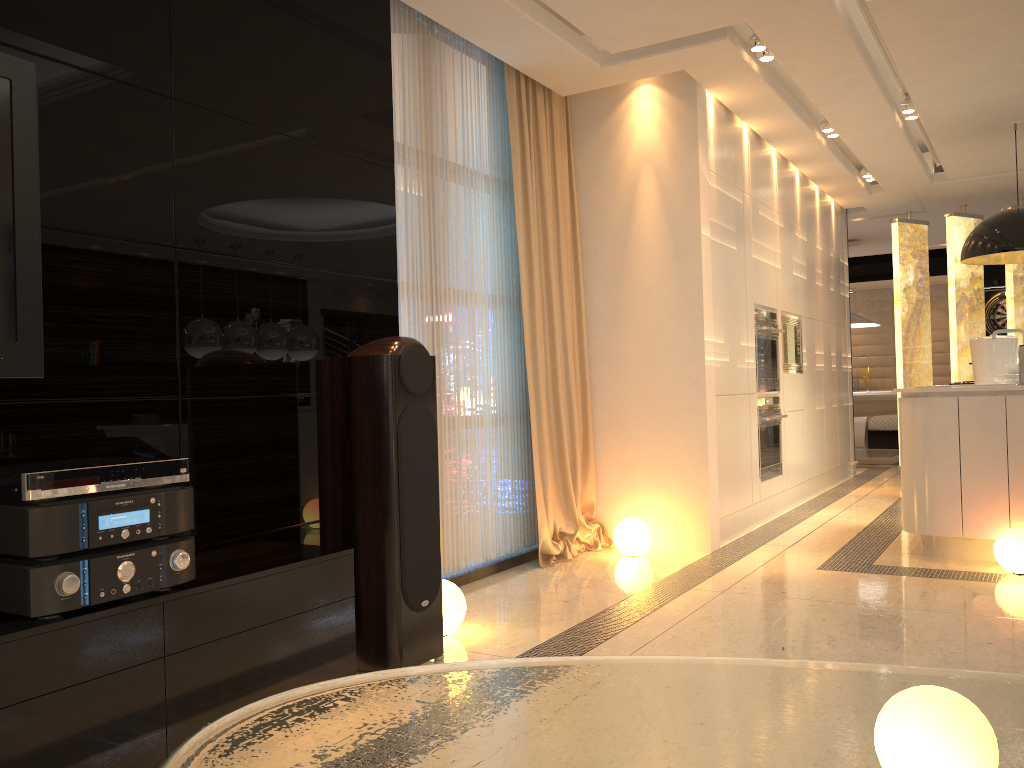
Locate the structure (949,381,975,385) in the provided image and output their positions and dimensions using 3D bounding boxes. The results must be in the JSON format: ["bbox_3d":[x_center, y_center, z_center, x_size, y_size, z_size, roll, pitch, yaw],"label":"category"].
[{"bbox_3d":[3.765,-0.014,7.005,0.502,0.026,0.811,-2,-1,31],"label":"structure"}]

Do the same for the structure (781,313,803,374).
[{"bbox_3d":[1.967,-0.299,6.934,0.446,0.450,0.659,-2,-1,31],"label":"structure"}]

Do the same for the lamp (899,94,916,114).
[{"bbox_3d":[2.566,-1.819,5.747,0.107,0.127,0.107,-2,-1,12],"label":"lamp"}]

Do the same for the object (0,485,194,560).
[{"bbox_3d":[-1.092,0.336,2.218,0.407,0.130,0.446,-2,-1,31],"label":"object"}]

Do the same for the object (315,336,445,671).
[{"bbox_3d":[-0.501,0.404,3.103,0.468,1.127,0.285,-2,-1,31],"label":"object"}]

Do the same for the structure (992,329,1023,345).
[{"bbox_3d":[2.755,-0.150,4.902,0.177,0.310,0.089,-2,-1,31],"label":"structure"}]

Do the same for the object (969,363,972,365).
[{"bbox_3d":[3.785,-0.101,6.992,0.253,0.147,0.266,-1,-1,-16],"label":"object"}]

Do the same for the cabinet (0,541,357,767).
[{"bbox_3d":[-1.400,0.757,1.692,0.416,0.444,2.842,-2,-1,31],"label":"cabinet"}]

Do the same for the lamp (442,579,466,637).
[{"bbox_3d":[-0.283,0.858,3.403,0.212,0.214,0.213,-2,-1,-9],"label":"lamp"}]

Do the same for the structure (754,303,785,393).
[{"bbox_3d":[1.577,-0.235,6.299,0.595,0.597,0.609,-2,-1,31],"label":"structure"}]

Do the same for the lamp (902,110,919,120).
[{"bbox_3d":[2.650,-1.820,5.888,0.107,0.127,0.107,-2,-1,12],"label":"lamp"}]

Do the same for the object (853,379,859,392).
[{"bbox_3d":[5.087,0.195,13.341,0.247,0.522,0.124,-2,-1,31],"label":"object"}]

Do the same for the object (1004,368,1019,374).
[{"bbox_3d":[3.191,-0.073,5.616,0.138,0.051,0.138,-2,-1,-11],"label":"object"}]

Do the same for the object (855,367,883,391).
[{"bbox_3d":[5.305,0.095,13.151,0.390,0.718,0.388,-2,-1,22],"label":"object"}]

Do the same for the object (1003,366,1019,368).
[{"bbox_3d":[3.190,-0.085,5.616,0.138,0.051,0.138,-2,-1,-11],"label":"object"}]

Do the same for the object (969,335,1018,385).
[{"bbox_3d":[3.229,-0.162,5.938,0.288,0.330,0.288,-1,-1,-42],"label":"object"}]

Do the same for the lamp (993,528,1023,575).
[{"bbox_3d":[2.395,0.788,4.188,0.212,0.214,0.213,-2,-1,-9],"label":"lamp"}]

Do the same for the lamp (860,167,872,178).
[{"bbox_3d":[3.008,-1.814,7.512,0.107,0.127,0.107,-2,-1,12],"label":"lamp"}]

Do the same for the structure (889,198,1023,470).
[{"bbox_3d":[4.659,-0.408,8.039,2.180,2.555,0.448,-2,-1,31],"label":"structure"}]

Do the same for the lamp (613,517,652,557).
[{"bbox_3d":[0.670,0.846,4.920,0.212,0.214,0.213,-2,-1,-9],"label":"lamp"}]

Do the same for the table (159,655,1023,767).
[{"bbox_3d":[0.630,0.608,0.442,2.140,0.565,0.999,-2,-1,30],"label":"table"}]

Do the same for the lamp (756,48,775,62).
[{"bbox_3d":[1.362,-1.795,4.745,0.107,0.127,0.107,-2,-1,19],"label":"lamp"}]

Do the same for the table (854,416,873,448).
[{"bbox_3d":[4.973,0.684,12.988,0.608,0.457,1.143,-2,-1,31],"label":"table"}]

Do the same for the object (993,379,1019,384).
[{"bbox_3d":[3.192,-0.016,5.615,0.264,0.033,0.264,-2,-1,0],"label":"object"}]

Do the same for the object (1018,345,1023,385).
[{"bbox_3d":[2.706,-0.105,4.667,0.071,0.219,0.071,-2,-1,22],"label":"object"}]

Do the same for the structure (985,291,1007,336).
[{"bbox_3d":[6.433,-0.878,11.447,0.669,0.669,0.048,-2,-1,31],"label":"structure"}]

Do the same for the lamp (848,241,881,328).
[{"bbox_3d":[3.647,-1.176,10.889,1.578,0.995,0.939,-2,-1,31],"label":"lamp"}]

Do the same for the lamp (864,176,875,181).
[{"bbox_3d":[3.092,-1.815,7.653,0.107,0.127,0.107,-2,-1,27],"label":"lamp"}]

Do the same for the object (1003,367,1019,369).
[{"bbox_3d":[3.190,-0.079,5.616,0.138,0.051,0.138,-2,-1,-11],"label":"object"}]

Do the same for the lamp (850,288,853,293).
[{"bbox_3d":[5.031,-1.420,13.215,0.107,0.127,0.107,-2,-1,12],"label":"lamp"}]

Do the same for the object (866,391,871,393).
[{"bbox_3d":[4.233,0.109,10.535,0.057,0.057,0.057,-2,-1,0],"label":"object"}]

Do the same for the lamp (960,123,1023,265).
[{"bbox_3d":[3.377,-1.294,5.923,0.710,0.898,0.710,-2,-1,41],"label":"lamp"}]

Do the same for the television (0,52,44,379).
[{"bbox_3d":[-1.618,-0.429,1.780,0.055,0.839,1.358,-2,-1,31],"label":"television"}]

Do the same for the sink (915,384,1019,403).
[{"bbox_3d":[2.595,0.083,5.029,0.485,0.152,0.738,-2,-1,31],"label":"sink"}]

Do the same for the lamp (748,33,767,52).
[{"bbox_3d":[1.278,-1.794,4.604,0.107,0.127,0.107,-2,-1,19],"label":"lamp"}]

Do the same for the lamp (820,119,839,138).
[{"bbox_3d":[2.223,-1.805,6.194,0.107,0.127,0.270,-2,-1,31],"label":"lamp"}]

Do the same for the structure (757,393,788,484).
[{"bbox_3d":[1.595,0.373,6.292,0.595,0.597,0.609,-2,-1,31],"label":"structure"}]

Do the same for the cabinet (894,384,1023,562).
[{"bbox_3d":[3.361,0.442,5.910,1.046,0.887,3.752,-2,-1,31],"label":"cabinet"}]

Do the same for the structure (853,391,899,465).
[{"bbox_3d":[3.690,0.516,10.855,2.912,0.812,1.659,-2,-1,31],"label":"structure"}]

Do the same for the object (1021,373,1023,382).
[{"bbox_3d":[2.692,-0.027,4.577,0.111,0.062,0.111,-1,-1,-38],"label":"object"}]

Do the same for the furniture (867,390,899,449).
[{"bbox_3d":[5.790,0.476,12.506,1.312,0.810,1.107,-2,-1,31],"label":"furniture"}]

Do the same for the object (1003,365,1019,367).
[{"bbox_3d":[3.190,-0.091,5.616,0.138,0.051,0.138,-2,-1,-11],"label":"object"}]

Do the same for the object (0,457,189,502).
[{"bbox_3d":[-1.112,0.237,2.231,0.371,0.070,0.441,-2,-1,31],"label":"object"}]

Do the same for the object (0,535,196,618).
[{"bbox_3d":[-1.083,0.467,2.213,0.419,0.130,0.446,-2,-1,31],"label":"object"}]

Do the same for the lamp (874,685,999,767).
[{"bbox_3d":[0.341,0.291,0.716,0.090,0.091,0.090,-2,-1,-9],"label":"lamp"}]
